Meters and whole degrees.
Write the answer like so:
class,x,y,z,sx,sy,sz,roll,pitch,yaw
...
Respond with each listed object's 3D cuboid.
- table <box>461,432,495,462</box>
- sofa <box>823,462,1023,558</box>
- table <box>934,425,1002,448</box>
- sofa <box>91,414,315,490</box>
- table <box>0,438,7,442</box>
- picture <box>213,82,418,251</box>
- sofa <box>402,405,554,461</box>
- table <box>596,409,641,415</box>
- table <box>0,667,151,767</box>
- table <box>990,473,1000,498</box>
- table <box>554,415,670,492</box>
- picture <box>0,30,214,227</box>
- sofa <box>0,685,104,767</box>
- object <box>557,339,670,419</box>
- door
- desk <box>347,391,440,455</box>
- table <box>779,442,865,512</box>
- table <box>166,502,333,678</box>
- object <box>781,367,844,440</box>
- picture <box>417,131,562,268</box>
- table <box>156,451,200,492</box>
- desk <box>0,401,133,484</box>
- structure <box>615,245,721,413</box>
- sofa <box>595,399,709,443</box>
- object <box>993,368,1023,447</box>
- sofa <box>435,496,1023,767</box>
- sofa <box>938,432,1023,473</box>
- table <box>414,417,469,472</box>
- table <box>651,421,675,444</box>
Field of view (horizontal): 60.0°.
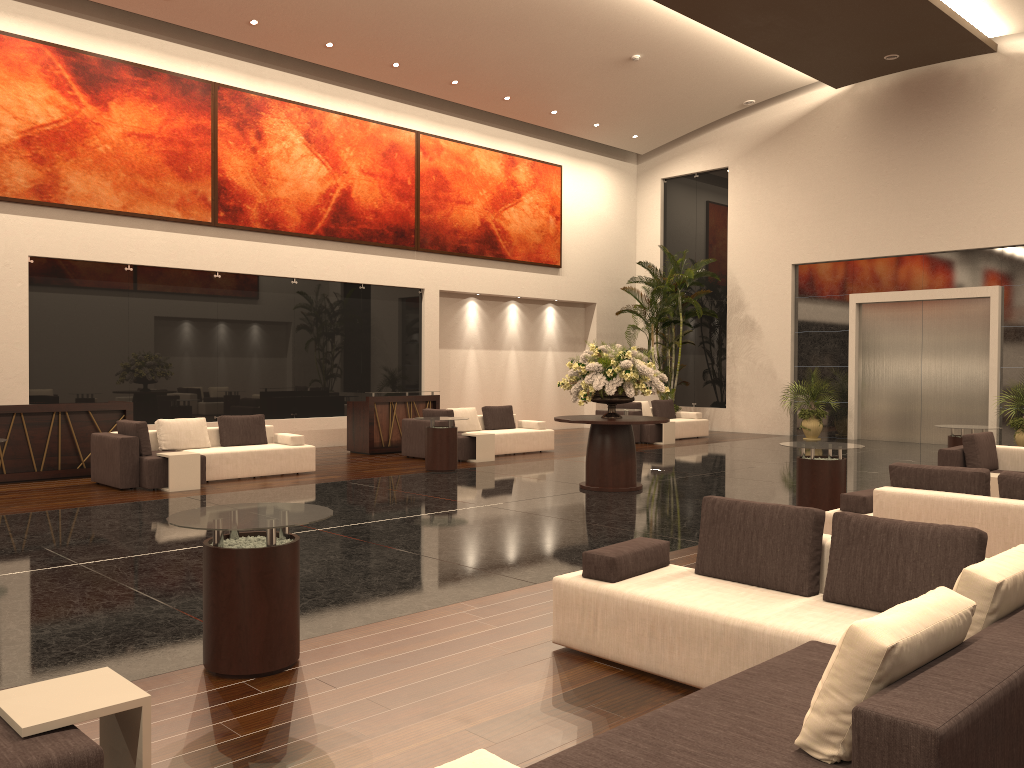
class,x,y,z,sx,sy,sz,roll,pitch,yaw
table,-0.572,1.067,14.973,0.400,0.460,0.400,-1,2,-44
sofa,4.461,1.036,7.361,3.366,0.862,2.586,-1,2,-44
table,6.268,0.985,12.208,0.833,0.795,0.844,0,1,7
sofa,-4.171,0.896,12.372,2.846,0.862,1.291,-1,2,-44
table,-5.651,0.983,9.075,0.844,0.795,0.833,0,1,-5
picture,-3.638,-4.064,17.190,4.515,2.526,0.070,-1,2,-44
sofa,-0.470,0.846,15.987,2.846,0.862,1.291,-1,2,-44
table,1.994,0.879,16.582,0.833,0.795,0.844,0,1,7
table,-1.514,1.290,3.031,0.400,0.460,0.400,-1,2,-44
table,5.112,1.200,9.503,0.400,0.460,0.400,-1,2,-44
table,1.305,0.907,11.676,1.498,0.921,1.498,1,1,37
picture,-6.869,-4.021,14.033,4.515,2.526,0.070,-1,2,-44
sofa,-1.435,1.107,2.007,1.291,0.862,2.846,-1,2,-44
object,1.327,-0.101,11.637,1.453,1.097,1.402,0,1,2
door,8.749,-0.257,18.922,0.040,3.048,2.767,-1,2,-44
desk,-2.186,0.698,16.604,1.634,1.114,0.760,-1,2,-44
table,3.196,1.027,9.168,0.833,0.795,0.844,0,1,7
table,-1.377,1.088,4.701,0.844,0.795,0.833,0,1,-5
object,6.728,0.401,19.829,1.373,1.682,1.297,0,1,-11
picture,-0.403,-4.108,20.349,4.515,2.526,0.070,-1,2,-44
table,-4.273,1.117,11.358,0.400,0.460,0.400,-1,2,-44
desk,-6.689,0.793,12.249,2.606,1.043,0.700,-1,2,-44
structure,3.955,-1.120,22.052,2.436,4.611,2.531,1,1,17
sofa,3.243,0.796,19.614,2.846,0.862,1.291,-1,2,-44
object,9.718,0.476,16.694,1.373,1.682,1.297,0,1,-6
sofa,0.646,1.088,3.610,3.366,0.862,2.586,-1,2,-44
sofa,6.131,1.006,9.398,1.291,0.862,2.846,-1,2,-44
table,-1.078,0.922,13.542,0.833,0.795,0.844,0,1,7
table,3.141,1.017,18.600,0.400,0.460,0.400,-1,2,-44
